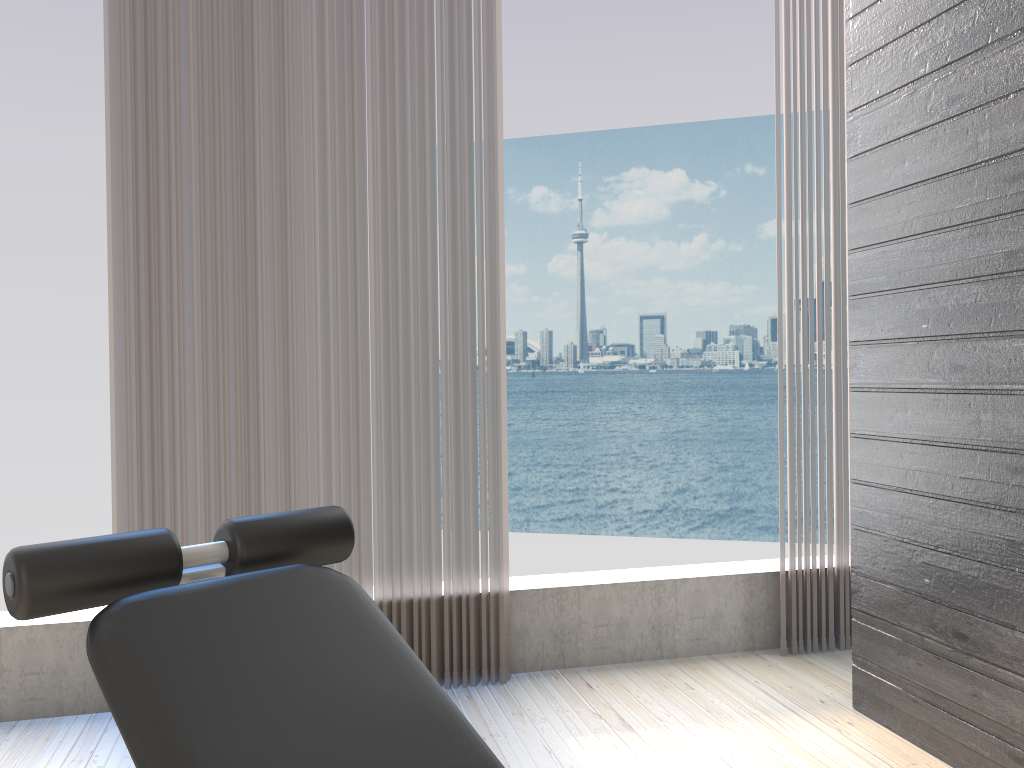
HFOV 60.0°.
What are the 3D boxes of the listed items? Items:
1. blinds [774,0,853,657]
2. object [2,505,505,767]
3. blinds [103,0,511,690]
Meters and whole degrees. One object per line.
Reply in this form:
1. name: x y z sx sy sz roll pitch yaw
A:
1. blinds: 1.410 -0.485 3.063 1.133 2.744 0.069 -1 1 -14
2. object: -0.097 0.551 0.835 0.505 0.746 1.312 -1 1 -44
3. blinds: -0.566 -0.455 2.581 1.133 2.744 0.069 -1 1 -14
